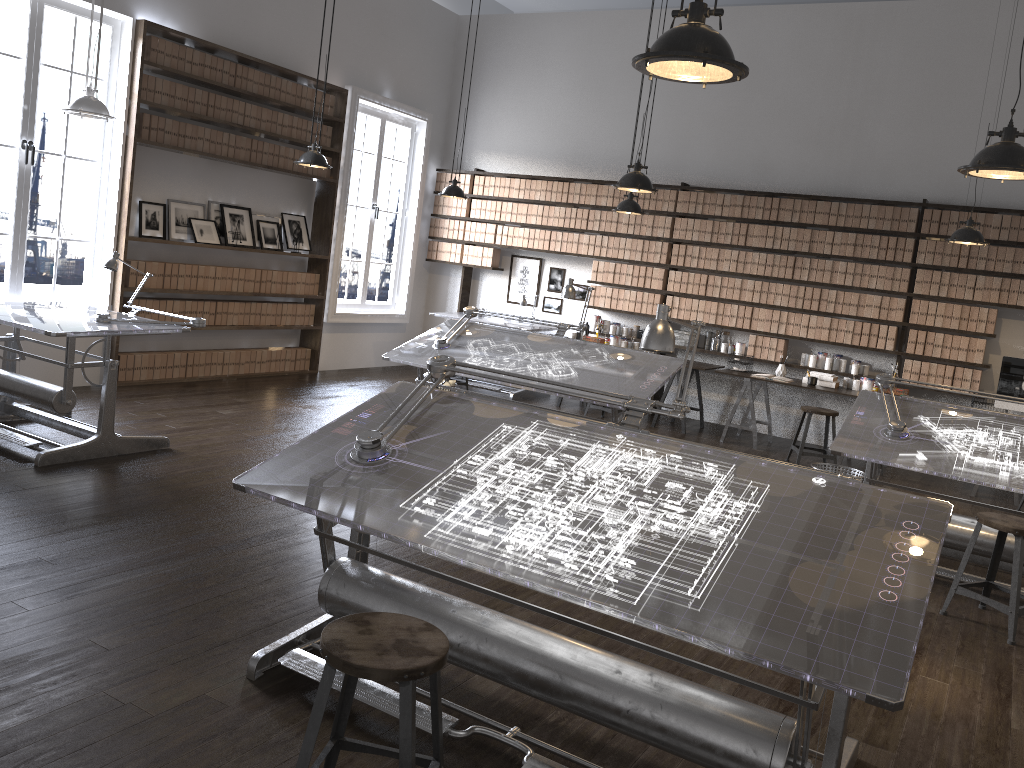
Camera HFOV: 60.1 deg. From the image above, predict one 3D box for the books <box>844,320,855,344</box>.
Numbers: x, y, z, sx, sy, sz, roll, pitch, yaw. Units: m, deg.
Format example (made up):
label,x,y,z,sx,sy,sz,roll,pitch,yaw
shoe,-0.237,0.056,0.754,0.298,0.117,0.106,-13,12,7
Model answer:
label,x,y,z,sx,sy,sz,roll,pitch,yaw
books,3.230,-0.493,8.447,0.067,0.224,0.174,10,7,29

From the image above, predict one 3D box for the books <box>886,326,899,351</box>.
label,x,y,z,sx,sy,sz,roll,pitch,yaw
books,3.550,-0.427,8.263,0.067,0.224,0.175,10,7,29

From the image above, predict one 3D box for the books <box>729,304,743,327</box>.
label,x,y,z,sx,sy,sz,roll,pitch,yaw
books,2.276,-0.692,8.999,0.067,0.224,0.174,10,7,29

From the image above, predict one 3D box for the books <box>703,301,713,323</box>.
label,x,y,z,sx,sy,sz,roll,pitch,yaw
books,2.042,-0.741,9.138,0.067,0.224,0.175,10,7,29

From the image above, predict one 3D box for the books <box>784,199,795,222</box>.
label,x,y,z,sx,sy,sz,roll,pitch,yaw
books,2.745,-1.698,8.709,0.067,0.224,0.175,10,7,29

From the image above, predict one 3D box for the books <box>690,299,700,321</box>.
label,x,y,z,sx,sy,sz,roll,pitch,yaw
books,1.924,-0.765,9.202,0.067,0.225,0.175,10,7,29

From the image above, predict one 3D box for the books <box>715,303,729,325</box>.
label,x,y,z,sx,sy,sz,roll,pitch,yaw
books,2.157,-0.717,9.073,0.067,0.224,0.175,10,7,29

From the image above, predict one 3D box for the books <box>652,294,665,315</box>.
label,x,y,z,sx,sy,sz,roll,pitch,yaw
books,1.569,-0.839,9.407,0.067,0.225,0.175,10,7,29

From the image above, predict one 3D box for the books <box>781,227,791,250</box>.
label,x,y,z,sx,sy,sz,roll,pitch,yaw
books,2.717,-1.424,8.731,0.067,0.225,0.175,10,7,29

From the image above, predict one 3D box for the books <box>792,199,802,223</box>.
label,x,y,z,sx,sy,sz,roll,pitch,yaw
books,2.809,-1.685,8.676,0.067,0.224,0.174,10,7,29

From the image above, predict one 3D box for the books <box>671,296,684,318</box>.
label,x,y,z,sx,sy,sz,roll,pitch,yaw
books,1.746,-0.803,9.308,0.067,0.224,0.174,10,7,29

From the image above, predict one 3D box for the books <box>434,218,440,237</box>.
label,x,y,z,sx,sy,sz,roll,pitch,yaw
books,-0.871,-1.901,10.818,0.067,0.224,0.175,10,7,29

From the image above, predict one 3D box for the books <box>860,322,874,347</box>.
label,x,y,z,sx,sy,sz,roll,pitch,yaw
books,3.354,-0.467,8.374,0.067,0.225,0.175,10,7,29

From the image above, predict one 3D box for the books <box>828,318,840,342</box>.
label,x,y,z,sx,sy,sz,roll,pitch,yaw
books,3.111,-0.519,8.521,0.067,0.224,0.175,10,7,29

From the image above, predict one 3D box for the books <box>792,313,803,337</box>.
label,x,y,z,sx,sy,sz,roll,pitch,yaw
books,2.820,-0.579,8.688,0.067,0.224,0.175,10,7,29

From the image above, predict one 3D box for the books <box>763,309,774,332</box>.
label,x,y,z,sx,sy,sz,roll,pitch,yaw
books,2.574,-0.630,8.824,0.067,0.225,0.175,10,7,29

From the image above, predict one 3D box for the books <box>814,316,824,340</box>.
label,x,y,z,sx,sy,sz,roll,pitch,yaw
books,2.995,-0.543,8.586,0.067,0.224,0.175,10,7,29

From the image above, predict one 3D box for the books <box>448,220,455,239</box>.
label,x,y,z,sx,sy,sz,roll,pitch,yaw
books,-0.688,-1.863,10.713,0.067,0.224,0.175,10,7,29

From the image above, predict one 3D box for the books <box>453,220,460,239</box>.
label,x,y,z,sx,sy,sz,roll,pitch,yaw
books,-0.627,-1.850,10.671,0.067,0.225,0.175,10,7,29

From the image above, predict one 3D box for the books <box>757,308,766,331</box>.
label,x,y,z,sx,sy,sz,roll,pitch,yaw
books,2.522,-0.641,8.859,0.067,0.224,0.175,10,7,29

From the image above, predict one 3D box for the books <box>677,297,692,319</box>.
label,x,y,z,sx,sy,sz,roll,pitch,yaw
books,1.807,-0.790,9.276,0.067,0.224,0.174,10,7,29

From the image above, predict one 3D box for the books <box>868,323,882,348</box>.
label,x,y,z,sx,sy,sz,roll,pitch,yaw
books,3.421,-0.454,8.342,0.067,0.224,0.175,10,7,29

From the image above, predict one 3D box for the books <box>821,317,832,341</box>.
label,x,y,z,sx,sy,sz,roll,pitch,yaw
books,3.050,-0.530,8.549,0.067,0.225,0.175,10,7,29

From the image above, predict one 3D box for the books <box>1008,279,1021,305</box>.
label,x,y,z,sx,sy,sz,roll,pitch,yaw
books,4.403,-0.802,7.764,0.067,0.224,0.174,10,7,29

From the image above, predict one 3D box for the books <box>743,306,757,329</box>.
label,x,y,z,sx,sy,sz,roll,pitch,yaw
books,2.401,-0.666,8.926,0.067,0.225,0.175,10,7,29

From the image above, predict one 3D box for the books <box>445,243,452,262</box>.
label,x,y,z,sx,sy,sz,roll,pitch,yaw
books,-0.724,-1.590,10.730,0.067,0.225,0.175,10,7,29

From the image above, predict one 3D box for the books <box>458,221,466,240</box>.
label,x,y,z,sx,sy,sz,roll,pitch,yaw
books,-0.561,-1.837,10.639,0.067,0.224,0.175,10,7,29

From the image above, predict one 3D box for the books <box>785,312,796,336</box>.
label,x,y,z,sx,sy,sz,roll,pitch,yaw
books,2.761,-0.592,8.724,0.067,0.224,0.174,10,7,29

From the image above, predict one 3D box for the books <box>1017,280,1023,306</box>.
label,x,y,z,sx,sy,sz,roll,pitch,yaw
books,4.462,-0.789,7.726,0.067,0.224,0.174,10,7,29

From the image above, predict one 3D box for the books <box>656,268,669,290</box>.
label,x,y,z,sx,sy,sz,roll,pitch,yaw
books,1.606,-1.105,9.381,0.067,0.225,0.175,10,7,29

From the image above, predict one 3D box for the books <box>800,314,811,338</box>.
label,x,y,z,sx,sy,sz,roll,pitch,yaw
books,2.878,-0.567,8.650,0.067,0.225,0.175,10,7,29

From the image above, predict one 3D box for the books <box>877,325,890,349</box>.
label,x,y,z,sx,sy,sz,roll,pitch,yaw
books,3.482,-0.441,8.300,0.067,0.225,0.175,10,7,29

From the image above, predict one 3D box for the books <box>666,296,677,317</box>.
label,x,y,z,sx,sy,sz,roll,pitch,yaw
books,1.682,-0.815,9.341,0.067,0.224,0.175,10,7,29

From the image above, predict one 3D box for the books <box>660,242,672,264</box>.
label,x,y,z,sx,sy,sz,roll,pitch,yaw
books,1.641,-1.378,9.364,0.067,0.224,0.175,10,7,29

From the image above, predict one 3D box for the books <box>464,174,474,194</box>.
label,x,y,z,sx,sy,sz,roll,pitch,yaw
books,-0.487,-2.377,10.584,0.067,0.224,0.175,10,7,29

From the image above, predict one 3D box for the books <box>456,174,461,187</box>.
label,x,y,z,sx,sy,sz,roll,pitch,yaw
books,-0.608,-2.403,10.657,0.067,0.224,0.175,10,7,29

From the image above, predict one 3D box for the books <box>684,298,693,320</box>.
label,x,y,z,sx,sy,sz,roll,pitch,yaw
books,1.866,-0.778,9.240,0.067,0.224,0.175,10,7,29

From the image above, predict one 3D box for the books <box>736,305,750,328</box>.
label,x,y,z,sx,sy,sz,roll,pitch,yaw
books,2.339,-0.680,8.968,0.067,0.224,0.175,10,7,29

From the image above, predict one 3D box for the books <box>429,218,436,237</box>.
label,x,y,z,sx,sy,sz,roll,pitch,yaw
books,-0.931,-1.913,10.846,0.067,0.225,0.175,10,7,29

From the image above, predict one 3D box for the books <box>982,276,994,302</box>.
label,x,y,z,sx,sy,sz,roll,pitch,yaw
books,4.227,-0.839,7.865,0.067,0.224,0.175,10,7,29

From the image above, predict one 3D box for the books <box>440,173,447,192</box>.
label,x,y,z,sx,sy,sz,roll,pitch,yaw
books,-0.792,-2.440,10.757,0.067,0.224,0.175,10,7,29

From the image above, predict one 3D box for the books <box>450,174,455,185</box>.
label,x,y,z,sx,sy,sz,roll,pitch,yaw
books,-0.667,-2.415,10.693,0.067,0.224,0.174,10,7,29

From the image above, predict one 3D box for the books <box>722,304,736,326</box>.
label,x,y,z,sx,sy,sz,roll,pitch,yaw
books,2.218,-0.705,9.038,0.067,0.224,0.174,10,7,29

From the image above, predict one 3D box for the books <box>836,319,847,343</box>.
label,x,y,z,sx,sy,sz,roll,pitch,yaw
books,3.171,-0.506,8.486,0.067,0.224,0.174,10,7,29

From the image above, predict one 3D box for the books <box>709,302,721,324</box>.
label,x,y,z,sx,sy,sz,roll,pitch,yaw
books,2.096,-0.729,9.101,0.067,0.225,0.175,10,7,29

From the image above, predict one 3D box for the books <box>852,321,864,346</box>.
label,x,y,z,sx,sy,sz,roll,pitch,yaw
books,3.293,-0.481,8.416,0.067,0.224,0.175,10,7,29

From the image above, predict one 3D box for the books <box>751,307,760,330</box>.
label,x,y,z,sx,sy,sz,roll,pitch,yaw
books,2.467,-0.653,8.894,0.067,0.224,0.175,10,7,29

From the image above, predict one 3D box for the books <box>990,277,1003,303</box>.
label,x,y,z,sx,sy,sz,roll,pitch,yaw
books,4.282,-0.826,7.828,0.067,0.225,0.175,10,7,29

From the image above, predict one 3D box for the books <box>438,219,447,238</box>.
label,x,y,z,sx,sy,sz,roll,pitch,yaw
books,-0.810,-1.889,10.783,0.067,0.224,0.174,10,7,29

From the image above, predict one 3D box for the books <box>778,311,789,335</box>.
label,x,y,z,sx,sy,sz,roll,pitch,yaw
books,2.699,-0.604,8.756,0.067,0.224,0.174,10,7,29

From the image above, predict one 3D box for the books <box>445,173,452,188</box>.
label,x,y,z,sx,sy,sz,roll,pitch,yaw
books,-0.729,-2.427,10.724,0.067,0.224,0.174,10,7,29

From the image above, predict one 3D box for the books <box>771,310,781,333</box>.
label,x,y,z,sx,sy,sz,roll,pitch,yaw
books,2.636,-0.617,8.789,0.067,0.224,0.175,10,7,29

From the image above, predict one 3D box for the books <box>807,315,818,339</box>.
label,x,y,z,sx,sy,sz,roll,pitch,yaw
books,2.941,-0.554,8.616,0.067,0.224,0.175,10,7,29

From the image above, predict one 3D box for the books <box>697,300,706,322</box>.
label,x,y,z,sx,sy,sz,roll,pitch,yaw
books,1.987,-0.752,9.168,0.067,0.224,0.175,10,7,29

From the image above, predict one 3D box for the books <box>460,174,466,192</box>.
label,x,y,z,sx,sy,sz,roll,pitch,yaw
books,-0.550,-2.390,10.619,0.067,0.225,0.175,10,7,29

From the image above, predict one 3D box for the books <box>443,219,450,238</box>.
label,x,y,z,sx,sy,sz,roll,pitch,yaw
books,-0.752,-1.876,10.744,0.067,0.224,0.174,10,7,29

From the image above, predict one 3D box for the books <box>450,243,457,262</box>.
label,x,y,z,sx,sy,sz,roll,pitch,yaw
books,-0.662,-1.577,10.694,0.067,0.224,0.175,10,7,29

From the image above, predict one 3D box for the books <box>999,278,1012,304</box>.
label,x,y,z,sx,sy,sz,roll,pitch,yaw
books,4.343,-0.815,7.799,0.067,0.224,0.175,10,7,29

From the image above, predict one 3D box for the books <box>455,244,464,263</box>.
label,x,y,z,sx,sy,sz,roll,pitch,yaw
books,-0.599,-1.564,10.661,0.067,0.224,0.174,10,7,29
